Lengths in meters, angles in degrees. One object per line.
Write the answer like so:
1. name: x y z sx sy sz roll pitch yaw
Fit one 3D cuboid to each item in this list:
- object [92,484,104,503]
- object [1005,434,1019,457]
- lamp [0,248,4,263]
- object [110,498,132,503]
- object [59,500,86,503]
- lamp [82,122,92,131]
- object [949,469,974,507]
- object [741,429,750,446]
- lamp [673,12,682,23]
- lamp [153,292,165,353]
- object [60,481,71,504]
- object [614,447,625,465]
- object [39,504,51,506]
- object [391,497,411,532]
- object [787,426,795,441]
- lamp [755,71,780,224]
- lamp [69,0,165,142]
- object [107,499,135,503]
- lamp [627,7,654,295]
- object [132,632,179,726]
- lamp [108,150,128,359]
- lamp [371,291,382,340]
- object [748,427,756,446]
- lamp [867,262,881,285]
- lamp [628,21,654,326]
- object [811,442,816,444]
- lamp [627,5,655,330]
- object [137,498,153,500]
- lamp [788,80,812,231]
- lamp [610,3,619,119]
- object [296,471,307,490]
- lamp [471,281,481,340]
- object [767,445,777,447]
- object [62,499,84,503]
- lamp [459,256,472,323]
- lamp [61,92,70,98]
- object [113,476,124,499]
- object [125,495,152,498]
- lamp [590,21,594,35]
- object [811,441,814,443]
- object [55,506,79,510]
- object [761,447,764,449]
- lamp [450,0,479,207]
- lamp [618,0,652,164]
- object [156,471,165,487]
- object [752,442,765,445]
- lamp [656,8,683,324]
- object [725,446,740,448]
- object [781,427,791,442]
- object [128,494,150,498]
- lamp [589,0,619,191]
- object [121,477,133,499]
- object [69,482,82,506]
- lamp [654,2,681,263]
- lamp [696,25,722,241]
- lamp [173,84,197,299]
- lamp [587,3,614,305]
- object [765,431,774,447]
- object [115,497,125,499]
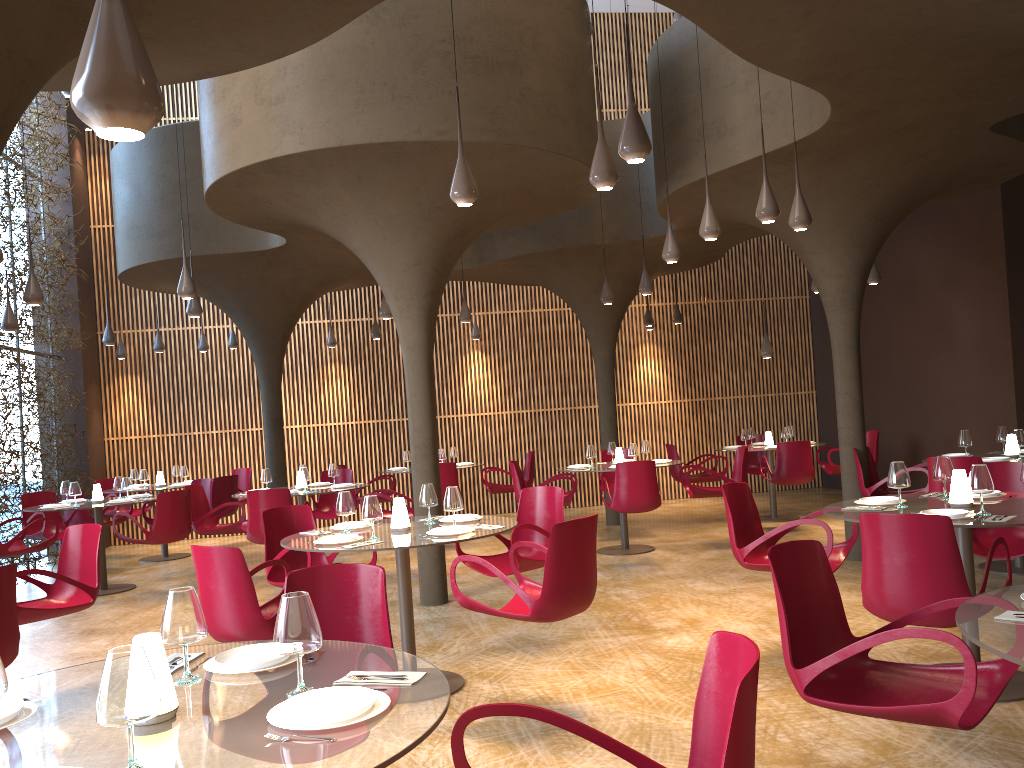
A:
1. object: -5.266 1.387 11.260 0.142 0.232 0.144 -3 -1 -43
2. object: 5.062 0.623 8.974 0.142 0.232 0.144 -4 -1 39
3. lamp: -4.279 -4.048 6.929 0.196 6.275 0.196 -4 0 20
4. object: -4.834 1.445 10.968 0.263 0.029 0.263 -5 -2 43
5. object: -5.711 1.532 11.536 0.331 0.014 0.332 -3 -2 -16
6. lamp: -7.531 -5.583 15.608 0.196 2.224 0.196 -4 0 17
7. object: 2.860 0.664 5.657 0.144 0.232 0.142 -4 -1 42
8. object: 3.580 0.839 13.593 0.142 0.295 0.142 -4 -1 40
9. lamp: 2.371 -6.331 12.930 0.196 2.224 0.196 -4 0 -13
10. lamp: -6.154 -3.665 14.959 0.196 6.275 0.196 -4 0 17
11. object: -5.684 1.386 11.307 0.142 0.295 0.142 -4 -1 4
12. object: 1.416 0.954 11.695 0.142 0.232 0.144 -3 -1 -33
13. object: -5.913 1.545 11.312 0.262 0.017 0.126 -5 -2 39
14. object: -0.803 0.931 6.343 0.142 0.232 0.144 -4 -1 -15
15. object: 4.328 0.795 13.772 0.142 0.295 0.142 -4 -1 -20
16. lamp: 1.880 -4.449 7.237 0.196 6.275 0.196 -4 0 -23
17. lamp: -1.083 -3.687 1.995 0.196 6.275 0.196 -4 0 7
18. object: -4.834 1.455 10.968 0.332 0.014 0.332 -4 -2 1
19. lamp: 1.537 -4.290 11.504 0.196 6.275 0.196 -4 0 27
20. object: -1.017 0.821 2.488 0.142 0.232 0.144 -3 -1 -30
21. lamp: -7.116 -3.576 15.707 0.196 6.275 0.196 -4 0 17
22. lamp: -2.532 -3.899 15.215 0.196 6.275 0.196 -4 0 7
23. object: 3.811 0.841 14.113 0.142 0.295 0.142 -4 -1 -26
24. lamp: 4.685 -4.484 12.014 0.196 6.275 0.196 -4 0 37
25. lamp: 2.296 -4.189 16.234 0.196 6.275 0.196 -4 0 7
26. object: 4.499 0.916 13.604 0.331 0.014 0.332 -3 -2 -19
27. lamp: 2.449 -4.172 17.087 0.196 6.275 0.196 -4 0 17
28. object: -4.616 1.454 11.178 0.262 0.017 0.126 -5 -2 42
29. lamp: 2.285 -4.463 7.673 0.196 6.275 0.196 -4 0 -23
30. lamp: 1.930 -5.816 16.596 0.196 2.961 0.196 -4 0 -23
31. object: -2.641 1.206 11.095 0.144 0.232 0.142 -4 -1 37
32. lamp: -0.877 -3.963 16.662 0.196 6.275 0.196 -4 0 7
33. object: 3.940 0.931 13.212 0.263 0.029 0.263 -4 -2 -3
34. object: -5.711 1.522 11.536 0.263 0.029 0.263 -5 -2 29
35. lamp: -0.908 -4.064 13.448 0.196 6.275 0.196 -4 0 7
36. lamp: -7.101 -5.661 14.051 0.196 2.224 0.196 -4 0 17
37. object: -5.133 1.358 11.590 0.142 0.295 0.142 -4 -1 32
38. object: -4.899 1.481 11.648 0.331 0.014 0.332 -3 -2 -15
39. lamp: 1.039 -6.237 13.074 0.196 2.224 0.196 -4 0 27
40. object: 4.498 0.906 13.604 0.263 0.029 0.263 -3 -2 -12
41. object: -5.337 1.484 10.610 0.126 0.017 0.262 -5 -2 37
42. object: 3.936 0.942 13.212 0.411 0.012 0.204 -4 -2 9
43. lamp: -0.524 -4.330 5.951 0.196 6.275 0.196 -4 0 -3
44. lamp: 0.510 -4.424 5.164 0.196 6.275 0.196 -4 0 27
45. object: -5.518 1.488 13.905 0.144 0.232 0.142 -3 -1 -33
46. object: 4.002 0.960 14.257 0.263 0.029 0.263 -4 -2 19
47. lamp: 2.803 -4.226 16.125 0.196 6.275 0.196 -4 0 7
48. object: 3.439 0.982 13.772 0.263 0.029 0.263 -4 -2 5
49. object: 4.123 0.795 13.345 0.142 0.295 0.142 -4 -1 1
50. object: -4.900 1.472 11.648 0.263 0.029 0.263 -3 -2 -15
51. lamp: 0.395 -4.397 5.771 0.196 6.275 0.196 -4 0 -3
52. object: -4.863 1.327 11.201 0.142 0.295 0.142 -4 -1 8
53. object: -5.347 1.348 10.849 0.142 0.295 0.142 -4 -1 -9
54. lamp: 1.410 -4.362 8.986 0.196 6.275 0.196 -4 0 27
55. lamp: 1.549 -4.407 7.855 0.196 6.275 0.196 -4 0 17
56. lamp: -3.588 -4.020 9.240 0.196 6.275 0.196 -4 0 37
57. lamp: 1.116 -4.236 12.302 0.196 6.275 0.196 -4 0 27
58. object: 3.977 0.848 13.727 0.144 0.232 0.142 -4 -1 -13
59. object: -5.142 1.510 11.828 0.126 0.017 0.262 -5 -2 33
